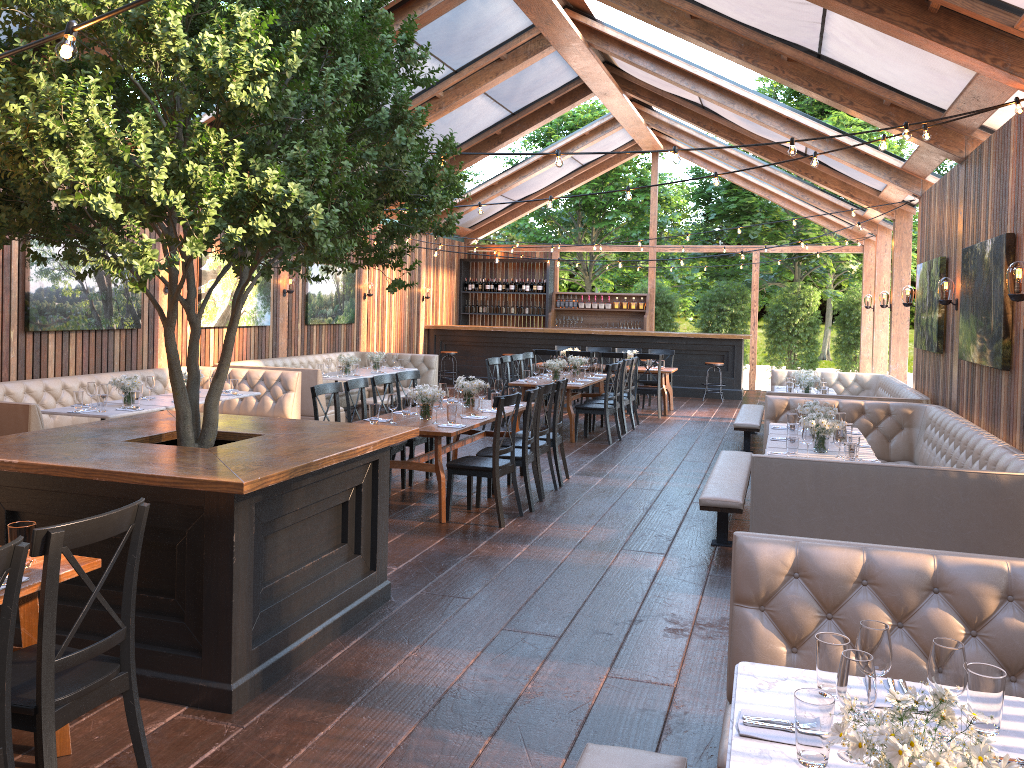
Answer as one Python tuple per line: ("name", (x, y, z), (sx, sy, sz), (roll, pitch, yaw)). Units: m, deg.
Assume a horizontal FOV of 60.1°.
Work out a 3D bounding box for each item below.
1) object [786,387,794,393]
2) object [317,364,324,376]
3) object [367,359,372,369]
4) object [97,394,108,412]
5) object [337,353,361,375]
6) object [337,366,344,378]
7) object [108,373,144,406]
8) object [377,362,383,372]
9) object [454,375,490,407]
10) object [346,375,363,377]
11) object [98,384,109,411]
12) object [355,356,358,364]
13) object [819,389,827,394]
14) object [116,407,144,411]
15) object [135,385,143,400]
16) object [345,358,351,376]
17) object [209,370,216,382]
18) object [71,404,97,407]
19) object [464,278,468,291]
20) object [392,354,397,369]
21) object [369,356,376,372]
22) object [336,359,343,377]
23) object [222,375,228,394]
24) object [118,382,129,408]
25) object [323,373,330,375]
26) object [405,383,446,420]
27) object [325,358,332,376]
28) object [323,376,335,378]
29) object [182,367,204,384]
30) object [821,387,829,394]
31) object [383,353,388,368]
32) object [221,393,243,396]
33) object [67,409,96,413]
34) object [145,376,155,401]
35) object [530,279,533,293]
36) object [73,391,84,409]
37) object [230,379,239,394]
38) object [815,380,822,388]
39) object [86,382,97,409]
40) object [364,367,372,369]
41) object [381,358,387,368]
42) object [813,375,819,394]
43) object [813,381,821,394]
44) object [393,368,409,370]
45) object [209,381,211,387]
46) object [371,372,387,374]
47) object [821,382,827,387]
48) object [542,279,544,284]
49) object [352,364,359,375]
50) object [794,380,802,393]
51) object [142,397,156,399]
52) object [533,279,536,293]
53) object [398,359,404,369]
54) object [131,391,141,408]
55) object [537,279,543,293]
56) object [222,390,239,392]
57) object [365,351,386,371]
("object", (3.370, 0.115, 10.725), (0.092, 0.158, 0.092), (2, 2, 3))
("object", (-2.727, -0.199, 12.600), (0.092, 0.158, 0.092), (2, 2, 3))
("object", (-2.270, -0.318, 14.082), (0.092, 0.158, 0.092), (2, 2, 3))
("object", (-3.731, 0.176, 8.051), (0.092, 0.158, 0.092), (2, 2, 3))
("object", (-2.394, -0.295, 12.929), (0.329, 0.309, 0.336), (4, 4, 39))
("object", (-2.403, -0.172, 12.378), (0.092, 0.158, 0.092), (2, 2, 3))
("object", (-3.736, 0.052, 8.605), (0.336, 0.309, 0.329), (3, 4, 29))
("object", (-2.018, -0.259, 13.481), (0.092, 0.158, 0.092), (2, 2, 3))
("object", (-0.406, 0.071, 8.659), (0.336, 0.309, 0.330), (-1, 4, -36))
("object", (-2.254, -0.116, 12.579), (0.255, 0.019, 0.158), (3, 5, 17))
("object", (-3.766, 0.123, 8.154), (0.092, 0.244, 0.092), (1, 2, -25))
("object", (-2.387, -0.304, 13.400), (0.092, 0.244, 0.092), (0, 2, -31))
("object", (3.694, 0.143, 10.503), (0.092, 0.158, 0.092), (2, 2, 3))
("object", (-3.582, 0.231, 8.253), (0.255, 0.019, 0.158), (3, 5, 17))
("object", (-3.819, 0.087, 9.039), (0.092, 0.158, 0.092), (2, 2, 3))
("object", (-2.355, -0.242, 12.707), (0.092, 0.244, 0.092), (1, 2, -25))
("object", (-3.378, -0.029, 9.997), (0.092, 0.244, 0.092), (1, 2, -25))
("object", (-4.056, 0.203, 8.441), (0.255, 0.019, 0.158), (3, 5, 17))
("object", (-1.096, -2.372, 21.134), (0.081, 0.324, 0.171), (1, 2, 2))
("object", (-1.888, -0.362, 14.206), (0.092, 0.244, 0.092), (0, 2, -31))
("object", (-2.120, -0.301, 13.444), (0.092, 0.244, 0.092), (0, 2, -31))
("object", (-2.438, -0.224, 12.480), (0.092, 0.244, 0.092), (1, 2, -25))
("object", (-3.216, -0.015, 9.880), (0.092, 0.244, 0.092), (2, 2, 20))
("object", (-3.683, 0.105, 8.381), (0.092, 0.244, 0.092), (1, 2, -25))
("object", (-2.729, -0.144, 12.767), (0.255, 0.019, 0.158), (3, 5, 17))
("object", (-0.742, 0.150, 7.665), (0.336, 0.309, 0.330), (2, 3, 13))
("object", (-2.623, -0.243, 12.635), (0.092, 0.244, 0.092), (1, 2, -25))
("object", (-2.571, -0.106, 12.379), (0.157, 0.019, 0.256), (3, 5, 17))
("object", (-3.454, -0.022, 9.522), (0.336, 0.309, 0.329), (4, 4, 34))
("object", (3.844, 0.114, 10.869), (0.092, 0.158, 0.092), (2, 2, 3))
("object", (-2.050, -0.377, 14.323), (0.092, 0.244, 0.092), (0, 2, -31))
("object", (-3.116, 0.111, 9.752), (0.255, 0.019, 0.158), (3, 5, 17))
("object", (-3.899, 0.241, 8.053), (0.157, 0.019, 0.256), (3, 5, 17))
("object", (-3.715, 0.043, 9.074), (0.092, 0.244, 0.092), (1, 2, -25))
("object", (0.459, -2.281, 20.616), (0.077, 0.309, 0.077), (1, 1, -4))
("object", (-4.055, 0.148, 8.273), (0.092, 0.158, 0.092), (2, 2, 3))
("object", (-3.114, 0.027, 9.917), (0.092, 0.158, 0.092), (2, 2, 3))
("object", (3.742, 0.072, 10.832), (0.092, 0.244, 0.092), (1, 2, -25))
("object", (-3.950, 0.105, 8.309), (0.092, 0.244, 0.092), (1, 2, -25))
("object", (-2.272, -0.263, 14.250), (0.255, 0.019, 0.158), (3, 5, 17))
("object", (-2.088, -0.344, 14.427), (0.092, 0.158, 0.092), (2, 2, 3))
("object", (3.977, 0.013, 11.569), (0.092, 0.244, 0.092), (0, 2, -31))
("object", (3.659, 0.090, 10.605), (0.092, 0.244, 0.092), (1, 2, -25))
("object", (-1.788, -0.236, 14.078), (0.255, 0.019, 0.158), (3, 5, 17))
("object", (-3.415, 0.003, 10.100), (0.092, 0.158, 0.092), (0, 3, -37))
("object", (-2.019, -0.175, 13.316), (0.255, 0.019, 0.158), (3, 5, 17))
("object", (4.079, 0.055, 11.606), (0.092, 0.158, 0.092), (2, 2, 3))
("object", (0.725, -2.292, 20.688), (0.087, 0.334, 0.087), (1, 1, -3))
("object", (-2.253, -0.200, 12.744), (0.092, 0.158, 0.092), (2, 2, 3))
("object", (3.474, 0.072, 10.760), (0.092, 0.244, 0.092), (1, 2, -25))
("object", (-3.821, 0.142, 9.207), (0.255, 0.019, 0.158), (3, 5, 17))
("object", (0.528, -2.275, 20.561), (0.078, 0.312, 0.078), (2, 1, 12))
("object", (-1.786, -0.320, 14.243), (0.092, 0.158, 0.092), (2, 2, 3))
("object", (-3.580, 0.147, 8.418), (0.092, 0.158, 0.092), (2, 2, 3))
("object", (0.651, -2.273, 20.565), (0.136, 0.315, 0.136), (2, 2, 24))
("object", (-3.251, 0.077, 10.102), (0.157, 0.019, 0.256), (3, 5, 17))
("object", (-2.133, -0.369, 13.845), (0.329, 0.309, 0.337), (1, 3, -9))
